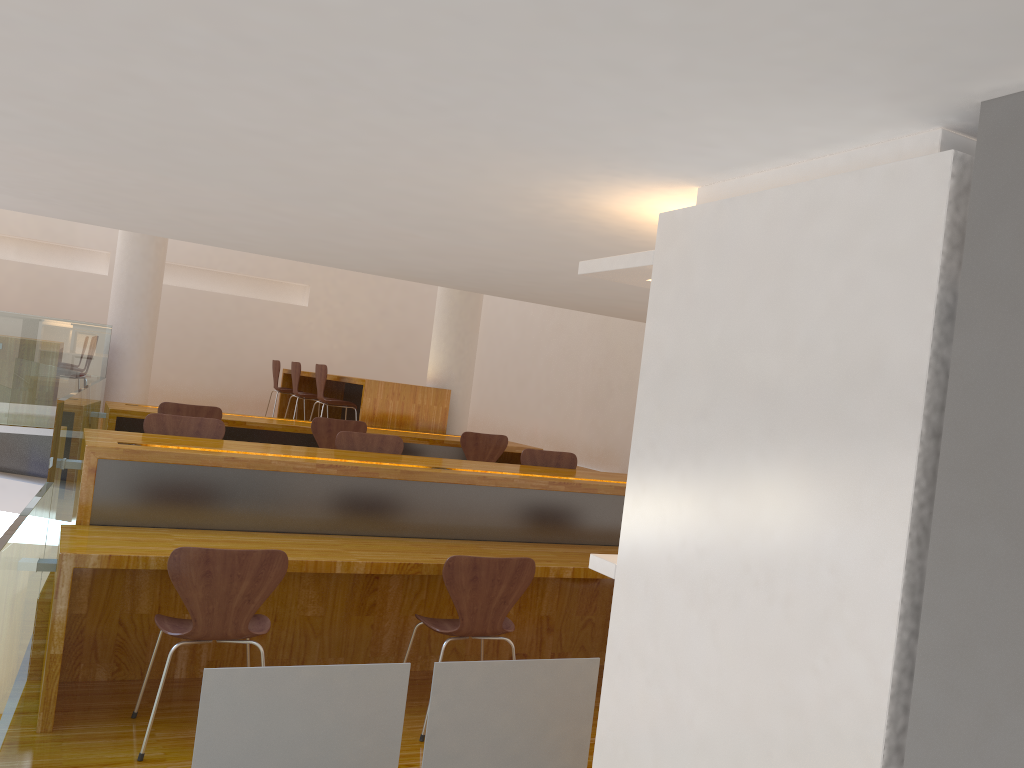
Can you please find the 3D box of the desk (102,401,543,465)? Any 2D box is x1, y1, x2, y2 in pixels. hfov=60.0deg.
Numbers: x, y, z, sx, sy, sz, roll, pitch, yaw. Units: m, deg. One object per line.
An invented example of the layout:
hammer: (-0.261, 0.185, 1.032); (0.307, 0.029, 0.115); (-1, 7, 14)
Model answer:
desk: (-1.368, 0.621, 6.719); (3.185, 0.606, 0.760); (7, -1, -26)

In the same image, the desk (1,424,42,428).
desk: (-4.567, -0.231, 7.281); (1.527, 0.785, 3.243); (7, -1, -26)

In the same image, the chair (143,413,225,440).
chair: (-1.610, 0.513, 4.319); (0.428, 0.693, 0.381); (7, -1, -26)

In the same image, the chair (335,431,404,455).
chair: (-0.747, 0.625, 4.752); (0.428, 0.693, 0.381); (7, -1, -26)

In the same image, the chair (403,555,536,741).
chair: (-0.190, 0.996, 3.545); (0.428, 0.693, 0.381); (7, -1, -26)

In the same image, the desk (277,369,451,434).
desk: (-1.596, 0.238, 8.814); (0.760, 0.606, 3.185); (7, -1, -26)

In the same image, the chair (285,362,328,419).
chair: (-1.980, 0.149, 8.647); (0.381, 0.693, 0.428); (7, -1, -26)

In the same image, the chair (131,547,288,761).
chair: (-1.053, 0.884, 3.113); (0.428, 0.693, 0.381); (7, -1, -26)

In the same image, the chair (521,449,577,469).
chair: (0.263, 0.755, 5.216); (0.428, 0.693, 0.381); (7, -1, -26)

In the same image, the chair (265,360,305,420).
chair: (-2.442, 0.105, 9.665); (0.381, 0.693, 0.428); (7, -1, -26)

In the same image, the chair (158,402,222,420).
chair: (-2.151, 0.465, 5.779); (0.428, 0.693, 0.381); (7, -1, -26)

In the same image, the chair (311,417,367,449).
chair: (-1.288, 0.576, 6.212); (0.428, 0.693, 0.381); (7, -1, -26)

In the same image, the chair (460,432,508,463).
chair: (-0.311, 0.703, 6.744); (0.428, 0.693, 0.381); (7, -1, -26)

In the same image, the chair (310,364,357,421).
chair: (-1.550, 0.192, 7.777); (0.381, 0.693, 0.428); (7, -1, -26)

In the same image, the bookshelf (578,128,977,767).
bookshelf: (1.411, 0.882, 1.490); (2.984, 1.836, 0.498); (7, -1, -26)

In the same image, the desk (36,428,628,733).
desk: (-0.382, 0.870, 4.262); (3.236, 0.918, 1.285); (7, -1, -26)
